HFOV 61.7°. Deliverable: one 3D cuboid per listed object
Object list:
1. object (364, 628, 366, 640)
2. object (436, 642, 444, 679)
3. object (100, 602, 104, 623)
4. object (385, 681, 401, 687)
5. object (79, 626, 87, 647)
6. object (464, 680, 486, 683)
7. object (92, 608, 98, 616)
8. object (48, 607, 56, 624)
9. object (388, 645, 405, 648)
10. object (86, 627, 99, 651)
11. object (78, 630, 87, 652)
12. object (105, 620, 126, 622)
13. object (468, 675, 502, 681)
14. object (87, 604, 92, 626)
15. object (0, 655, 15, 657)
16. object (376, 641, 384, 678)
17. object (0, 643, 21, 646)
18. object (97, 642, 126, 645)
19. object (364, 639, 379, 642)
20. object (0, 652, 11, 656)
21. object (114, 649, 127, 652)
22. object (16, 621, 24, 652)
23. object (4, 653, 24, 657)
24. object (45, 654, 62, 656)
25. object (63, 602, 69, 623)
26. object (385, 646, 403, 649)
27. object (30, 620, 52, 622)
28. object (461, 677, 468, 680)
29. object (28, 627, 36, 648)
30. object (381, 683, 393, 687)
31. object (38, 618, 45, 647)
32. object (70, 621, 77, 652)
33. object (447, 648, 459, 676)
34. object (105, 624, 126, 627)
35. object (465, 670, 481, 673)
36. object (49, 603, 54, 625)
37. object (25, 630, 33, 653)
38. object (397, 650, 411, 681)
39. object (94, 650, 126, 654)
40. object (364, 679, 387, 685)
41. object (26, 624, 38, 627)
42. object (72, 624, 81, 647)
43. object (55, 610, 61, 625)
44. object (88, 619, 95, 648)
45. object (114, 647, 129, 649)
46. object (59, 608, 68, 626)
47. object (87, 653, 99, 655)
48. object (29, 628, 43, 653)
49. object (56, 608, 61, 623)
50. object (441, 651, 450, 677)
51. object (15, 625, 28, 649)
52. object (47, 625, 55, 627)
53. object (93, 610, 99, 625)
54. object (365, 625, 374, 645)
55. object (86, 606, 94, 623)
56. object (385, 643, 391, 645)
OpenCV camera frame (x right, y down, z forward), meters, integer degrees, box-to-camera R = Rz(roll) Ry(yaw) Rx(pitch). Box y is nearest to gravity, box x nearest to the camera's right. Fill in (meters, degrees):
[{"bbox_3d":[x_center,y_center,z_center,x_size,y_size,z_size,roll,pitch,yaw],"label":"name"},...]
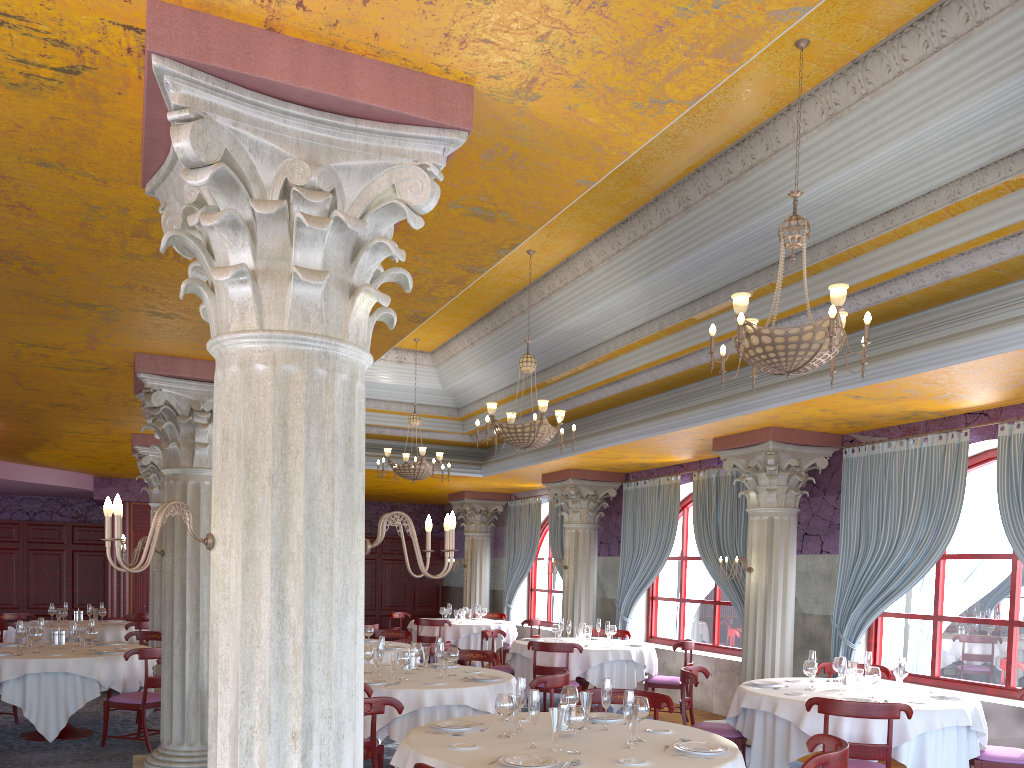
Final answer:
[{"bbox_3d":[-1.866,3.173,10.714,0.086,0.238,0.085,1,1,1],"label":"object"},{"bbox_3d":[-0.651,2.517,7.801,0.074,0.337,0.073,2,2,12],"label":"object"},{"bbox_3d":[-6.562,3.662,13.701,0.074,0.337,0.073,2,2,12],"label":"object"},{"bbox_3d":[-1.020,2.552,7.286,0.054,0.019,0.262,-3,-13,25],"label":"object"},{"bbox_3d":[-4.942,2.911,9.857,0.086,0.238,0.085,0,1,-44],"label":"object"},{"bbox_3d":[-0.327,2.644,7.613,0.232,0.013,0.028,-3,-11,21],"label":"object"},{"bbox_3d":[-6.686,3.716,13.741,0.085,0.238,0.085,2,1,23],"label":"object"},{"bbox_3d":[-7.198,3.618,13.409,0.122,0.265,0.122,1,0,-10],"label":"object"},{"bbox_3d":[-1.452,3.303,10.772,0.257,0.020,0.055,-4,-12,25],"label":"object"},{"bbox_3d":[-4.655,2.827,9.504,0.122,0.265,0.122,1,0,-10],"label":"object"},{"bbox_3d":[-4.713,2.817,9.403,0.086,0.238,0.085,1,1,1],"label":"object"},{"bbox_3d":[-6.533,3.909,14.122,0.315,0.024,0.318,7,-13,-23],"label":"object"},{"bbox_3d":[-0.241,2.676,7.776,0.315,0.024,0.318,7,-13,-23],"label":"object"},{"bbox_3d":[-6.495,3.546,13.161,0.074,0.337,0.073,2,2,12],"label":"object"},{"bbox_3d":[-5.155,2.785,8.774,0.022,0.003,0.258,-3,-13,19],"label":"object"},{"bbox_3d":[-1.191,2.489,7.733,0.074,0.337,0.073,2,2,12],"label":"object"},{"bbox_3d":[-5.775,2.981,9.788,0.315,0.024,0.318,7,-13,-23],"label":"object"},{"bbox_3d":[-4.788,3.103,10.238,0.315,0.024,0.318,7,-13,-23],"label":"object"},{"bbox_3d":[-1.942,3.458,11.549,0.313,0.024,0.320,0,-12,6],"label":"object"},{"bbox_3d":[-5.326,2.776,8.803,0.315,0.024,0.318,7,-13,-23],"label":"object"},{"bbox_3d":[-4.298,2.947,9.461,0.257,0.020,0.055,-4,-12,25],"label":"object"},{"bbox_3d":[-5.290,2.712,9.209,0.074,0.337,0.073,2,2,12],"label":"object"},{"bbox_3d":[-5.119,2.775,8.762,0.054,0.019,0.262,-3,-13,25],"label":"object"},{"bbox_3d":[-4.780,2.824,8.926,0.159,0.009,0.161,-7,-15,35],"label":"object"},{"bbox_3d":[-7.102,3.634,13.633,0.074,0.337,0.073,2,2,12],"label":"object"},{"bbox_3d":[-1.493,3.254,10.564,0.315,0.024,0.318,7,-13,-23],"label":"object"},{"bbox_3d":[-7.520,3.787,13.673,0.315,0.024,0.318,7,-13,-23],"label":"object"},{"bbox_3d":[-0.439,2.686,7.815,0.029,0.011,0.141,-3,-13,23],"label":"object"},{"bbox_3d":[-5.397,2.850,9.628,0.085,0.238,0.085,2,1,23],"label":"object"},{"bbox_3d":[-1.057,2.562,7.298,0.022,0.003,0.258,-3,-13,19],"label":"object"},{"bbox_3d":[-5.357,2.828,9.749,0.074,0.337,0.073,2,2,12],"label":"object"},{"bbox_3d":[-4.750,2.740,9.277,0.074,0.337,0.073,2,2,12],"label":"object"},{"bbox_3d":[-0.557,2.605,8.028,0.122,0.265,0.122,1,0,-10],"label":"object"},{"bbox_3d":[-6.085,3.704,13.137,0.315,0.024,0.318,7,-13,-23],"label":"object"},{"bbox_3d":[-0.385,2.807,8.357,0.161,0.009,0.160,13,-17,-43],"label":"object"},{"bbox_3d":[-7.035,3.518,13.093,0.074,0.337,0.073,2,2,12],"label":"object"},{"bbox_3d":[-5.168,2.756,9.174,0.086,0.238,0.085,0,1,-44],"label":"object"},{"bbox_3d":[-0.967,2.510,7.639,0.122,0.265,0.122,1,0,-33],"label":"object"},{"bbox_3d":[-4.340,2.899,9.253,0.315,0.024,0.318,7,-13,-23],"label":"object"},{"bbox_3d":[-1.228,2.554,7.327,0.315,0.024,0.318,7,-13,-23],"label":"object"},{"bbox_3d":[-7.071,3.582,12.688,0.315,0.024,0.318,7,-13,-23],"label":"object"},{"bbox_3d":[-5.044,2.907,9.913,0.122,0.265,0.122,1,0,-10],"label":"object"},{"bbox_3d":[-6.913,3.562,13.058,0.086,0.238,0.085,0,1,-44],"label":"object"},{"bbox_3d":[-4.817,2.856,9.816,0.074,0.337,0.073,2,2,12],"label":"object"},{"bbox_3d":[-4.484,3.030,9.834,0.158,0.009,0.162,2,-12,-4],"label":"object"},{"bbox_3d":[-6.810,3.538,13.000,0.122,0.265,0.122,1,0,-10],"label":"object"},{"bbox_3d":[-4.425,2.867,9.089,0.232,0.013,0.028,-3,-11,21],"label":"object"},{"bbox_3d":[-5.066,2.732,9.116,0.122,0.265,0.122,1,0,-10],"label":"object"},{"bbox_3d":[-7.141,3.655,13.512,0.086,0.238,0.085,0,1,-44],"label":"object"},{"bbox_3d":[-0.614,2.594,7.926,0.086,0.238,0.085,0,1,-44],"label":"object"},{"bbox_3d":[-5.454,2.812,9.525,0.122,0.265,0.122,1,0,-10],"label":"object"},{"bbox_3d":[-6.863,3.581,12.646,0.054,0.019,0.262,-3,-13,25],"label":"object"},{"bbox_3d":[-6.458,3.623,13.287,0.086,0.238,0.085,1,1,1],"label":"object"},{"bbox_3d":[-1.809,3.183,10.815,0.122,0.265,0.122,1,0,35],"label":"object"},{"bbox_3d":[-6.788,3.713,13.798,0.122,0.265,0.122,1,0,-10],"label":"object"},{"bbox_3d":[-1.637,3.385,11.145,0.158,0.009,0.162,-2,-13,16],"label":"object"}]
